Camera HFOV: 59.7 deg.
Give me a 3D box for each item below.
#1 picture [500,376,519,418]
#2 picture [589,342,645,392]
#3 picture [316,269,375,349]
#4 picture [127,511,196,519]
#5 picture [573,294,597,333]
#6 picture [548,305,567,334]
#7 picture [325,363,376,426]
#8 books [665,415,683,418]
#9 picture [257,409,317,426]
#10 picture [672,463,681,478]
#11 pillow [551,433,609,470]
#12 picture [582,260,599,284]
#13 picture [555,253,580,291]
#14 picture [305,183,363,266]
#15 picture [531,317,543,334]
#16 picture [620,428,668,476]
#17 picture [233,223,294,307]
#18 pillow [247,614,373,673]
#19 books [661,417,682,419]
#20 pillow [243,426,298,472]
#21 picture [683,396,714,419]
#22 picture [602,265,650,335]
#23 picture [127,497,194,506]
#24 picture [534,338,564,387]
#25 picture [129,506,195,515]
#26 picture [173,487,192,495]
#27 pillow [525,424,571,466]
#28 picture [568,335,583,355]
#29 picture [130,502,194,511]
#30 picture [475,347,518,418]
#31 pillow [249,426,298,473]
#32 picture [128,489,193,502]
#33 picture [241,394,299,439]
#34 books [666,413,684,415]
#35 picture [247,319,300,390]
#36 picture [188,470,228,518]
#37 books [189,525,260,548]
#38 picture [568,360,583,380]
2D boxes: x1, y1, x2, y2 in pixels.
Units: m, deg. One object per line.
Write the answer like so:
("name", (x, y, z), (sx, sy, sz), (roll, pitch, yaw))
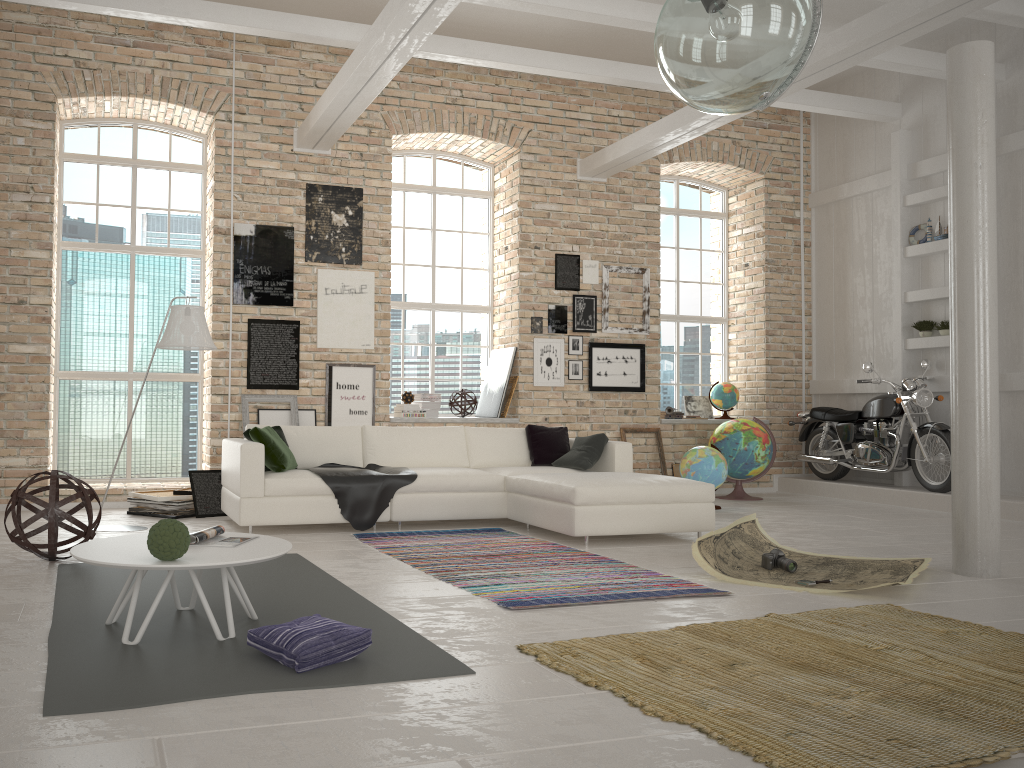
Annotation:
("picture", (-0.076, 0.144, 9.564), (0.165, 0.460, 0.379), (1, -2, -24))
("picture", (1.155, -0.182, 9.819), (0.685, 0.535, 0.033), (1, -2, -19))
("picture", (-1.656, -0.742, 8.889), (0.566, 0.784, 0.038), (1, -2, -19))
("picture", (-2.897, 1.118, 7.874), (0.623, 0.048, 0.739), (0, -2, 28))
("picture", (0.795, -0.765, 9.714), (0.280, 0.409, 0.010), (1, -2, -19))
("picture", (0.493, -0.697, 9.617), (0.220, 0.306, 0.015), (1, -2, -19))
("picture", (-1.609, 0.178, 8.877), (0.497, 0.756, 0.013), (1, -2, -19))
("books", (1.816, 0.372, 10.323), (0.243, 0.029, 0.212), (1, -2, -22))
("picture", (-2.165, 0.525, 8.609), (0.552, 0.568, 0.153), (1, -2, -19))
("picture", (1.932, 1.071, 10.023), (0.257, 0.351, 0.099), (1, -2, -19))
("pillow", (0.583, 0.567, 7.608), (0.321, 0.305, 0.441), (2, -2, -32))
("picture", (0.861, -1.225, 9.759), (0.186, 0.259, 0.013), (1, -2, -19))
("picture", (0.603, -1.210, 9.667), (0.284, 0.394, 0.019), (1, -2, -19))
("picture", (-1.775, -1.588, 8.896), (0.564, 0.784, 0.038), (1, -2, -19))
("picture", (0.266, -0.629, 9.539), (0.130, 0.178, 0.009), (1, -2, -13))
("picture", (1.463, 0.858, 9.784), (0.485, 0.748, 0.232), (1, -2, -20))
("picture", (-2.408, -1.154, 8.654), (0.566, 0.785, 0.038), (1, -2, -19))
("pillow", (-0.753, 0.965, 3.308), (0.379, 0.164, 0.330), (-1, -2, 44))
("books", (1.817, 0.398, 10.319), (0.245, 0.025, 0.211), (1, -2, -21))
("pillow", (-1.938, 0.520, 7.158), (0.331, 0.365, 0.390), (0, -2, 24))
("picture", (2.285, 0.292, 10.913), (0.376, 0.292, 0.070), (1, -2, -19))
("picture", (1.261, -0.927, 9.876), (0.579, 0.749, 0.026), (1, -2, -18))
("picture", (-2.904, 1.004, 7.895), (0.621, 0.048, 0.739), (0, -2, 26))
("picture", (0.398, -0.231, 9.568), (0.351, 0.514, 0.014), (1, -2, -19))
("picture", (-2.919, 1.082, 7.904), (0.609, 0.048, 0.755), (0, -2, 14))
("picture", (-2.800, 0.948, 7.931), (0.295, 0.048, 0.379), (0, -2, 5))
("pillow", (0.337, 0.558, 7.982), (0.409, 0.390, 0.252), (1, -2, -20))
("picture", (0.690, -0.419, 9.677), (0.169, 0.213, 0.012), (1, -2, -19))
("picture", (-2.878, 1.044, 7.898), (0.628, 0.048, 0.731), (-1, -2, 38))
("picture", (-0.172, -0.011, 9.708), (0.234, 0.764, 0.615), (1, -2, -24))
("pillow", (-1.842, 0.498, 6.883), (0.308, 0.343, 0.412), (0, -2, 2))
("picture", (-2.891, 0.967, 7.871), (0.730, 0.048, 0.628), (2, -2, -44))
("picture", (-2.295, 0.392, 8.496), (0.522, 0.582, 0.295), (1, -2, -20))
("books", (1.824, 0.347, 10.328), (0.245, 0.026, 0.214), (1, -2, -26))
("picture", (-2.322, -0.285, 8.672), (0.490, 0.681, 0.067), (1, -2, -19))
("picture", (-2.597, 0.943, 7.656), (0.308, 0.404, 0.205), (2, -3, -43))
("books", (-1.339, 0.667, 3.927), (0.382, 0.048, 0.298), (0, -2, 9))
("picture", (0.689, -0.150, 9.668), (0.169, 0.213, 0.012), (1, -2, -19))
